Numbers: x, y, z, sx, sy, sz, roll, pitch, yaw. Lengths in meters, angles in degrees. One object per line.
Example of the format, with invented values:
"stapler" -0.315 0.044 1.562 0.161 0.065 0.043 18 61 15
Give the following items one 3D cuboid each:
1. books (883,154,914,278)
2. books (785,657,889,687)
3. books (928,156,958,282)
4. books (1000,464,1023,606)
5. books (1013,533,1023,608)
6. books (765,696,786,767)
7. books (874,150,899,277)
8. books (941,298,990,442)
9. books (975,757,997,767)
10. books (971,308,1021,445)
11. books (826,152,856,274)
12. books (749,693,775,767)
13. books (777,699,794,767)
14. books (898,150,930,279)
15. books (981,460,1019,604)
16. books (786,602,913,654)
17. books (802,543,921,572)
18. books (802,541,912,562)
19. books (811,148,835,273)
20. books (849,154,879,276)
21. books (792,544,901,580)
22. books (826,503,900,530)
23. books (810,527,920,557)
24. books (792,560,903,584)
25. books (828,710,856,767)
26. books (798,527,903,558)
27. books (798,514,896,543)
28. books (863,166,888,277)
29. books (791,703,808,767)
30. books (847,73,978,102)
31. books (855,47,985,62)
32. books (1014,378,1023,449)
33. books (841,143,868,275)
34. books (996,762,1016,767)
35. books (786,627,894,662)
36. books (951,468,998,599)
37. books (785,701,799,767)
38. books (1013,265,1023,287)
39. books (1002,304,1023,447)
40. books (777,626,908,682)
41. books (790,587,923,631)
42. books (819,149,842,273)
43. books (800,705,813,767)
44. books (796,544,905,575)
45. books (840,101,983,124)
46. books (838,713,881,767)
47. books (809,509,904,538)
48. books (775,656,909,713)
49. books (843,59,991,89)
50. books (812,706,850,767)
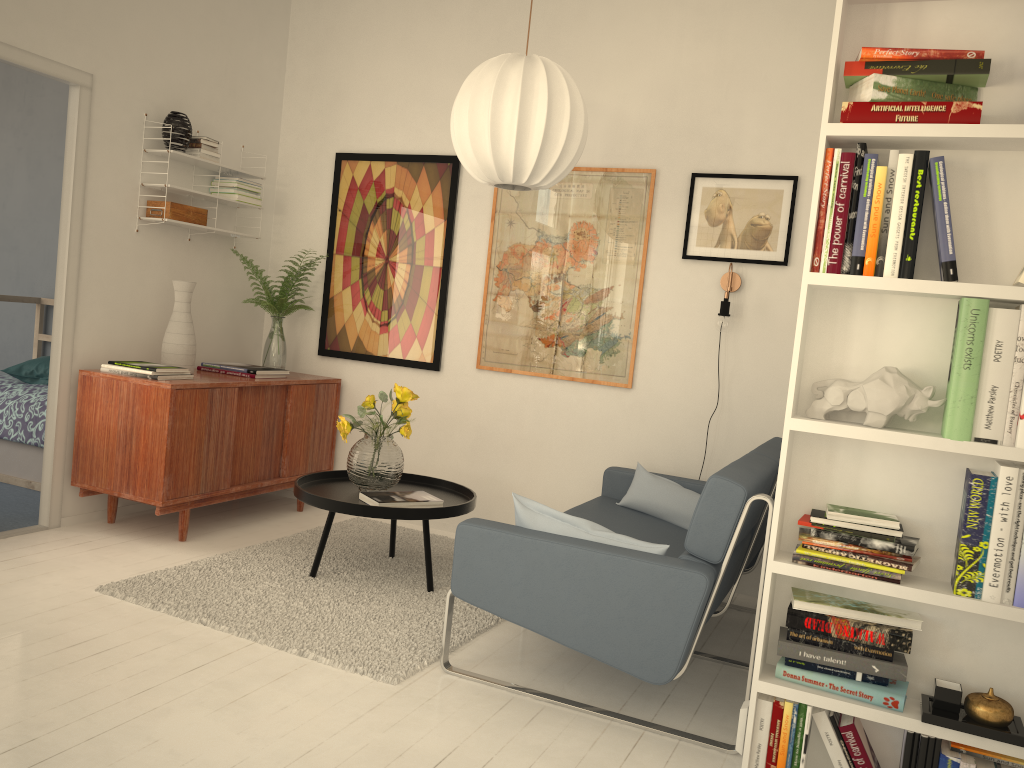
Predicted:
"books" 0.941 -0.394 2.161 0.032 0.290 0.189 7 4 23
"books" 0.821 0.701 2.253 0.241 0.024 0.168 7 4 18
"books" 1.031 -0.381 2.127 0.093 0.288 0.200 8 4 23
"books" 1.178 0.343 2.097 0.027 0.310 0.229 7 4 23
"books" 1.189 0.354 2.048 0.035 0.304 0.150 7 4 23
"books" 0.689 0.888 2.294 0.026 0.206 0.187 7 4 23
"books" 0.923 -0.402 2.184 0.020 0.304 0.193 7 4 23
"books" 1.076 -0.035 2.115 0.056 0.328 0.229 7 4 23
"books" 1.115 0.964 2.120 0.048 0.163 0.209 8 4 23
"books" 1.132 -0.017 2.095 0.065 0.311 0.200 7 4 23
"books" 0.828 -0.410 2.216 0.032 0.291 0.203 7 4 23
"books" 0.660 0.889 2.310 0.039 0.199 0.185 7 4 23
"books" 0.709 0.889 2.280 0.020 0.210 0.185 7 4 23
"books" 0.969 -0.397 2.141 0.033 0.306 0.150 7 4 23
"books" 1.148 0.338 2.107 0.037 0.311 0.241 7 4 23
"books" 0.846 0.594 2.225 0.285 0.047 0.185 8 4 23
"books" 0.882 0.417 2.224 0.255 0.014 0.197 9 5 33
"books" 0.858 0.404 2.214 0.250 0.008 0.135 7 4 20
"books" 0.794 -0.421 2.245 0.021 0.301 0.222 7 4 23
"books" 0.874 -0.403 2.195 0.030 0.289 0.200 7 4 23
"books" 0.833 0.437 2.208 0.247 0.014 0.173 8 4 22
"books" 0.863 0.326 2.193 0.166 0.019 0.127 7 4 16
"books" 0.882 0.378 2.207 0.235 0.025 0.163 8 5 30
"books" 0.838 0.450 2.209 0.247 0.009 0.170 8 5 26
"books" 0.845 0.914 2.216 0.118 0.192 0.118 8 4 23
"books" 0.837 0.392 2.203 0.238 0.012 0.120 7 4 18
"books" 0.842 0.355 2.216 0.221 0.010 0.169 8 5 26
"books" 0.894 -0.384 2.179 0.024 0.260 0.199 7 4 23
"books" 0.745 0.889 2.280 0.021 0.215 0.174 7 4 23
"books" 0.970 -0.690 2.155 0.268 0.064 0.128 5 4 -6
"books" 0.975 -0.771 2.157 0.266 0.026 0.203 7 4 13
"books" 1.204 -0.017 2.068 0.037 0.324 0.240 7 4 23
"books" 0.853 -0.420 2.205 0.021 0.317 0.179 7 4 23
"books" 1.166 0.966 2.113 0.050 0.170 0.221 8 4 23
"books" 0.824 0.635 2.233 0.247 0.039 0.143 7 4 20
"books" 1.099 0.347 2.116 0.057 0.284 0.200 7 4 23
"books" 0.729 0.891 2.286 0.012 0.206 0.193 7 4 23
"books" 1.225 -0.327 2.021 0.115 0.232 0.133 8 4 23
"books" 1.180 -0.020 2.094 0.023 0.321 0.235 7 4 23
"books" 0.826 0.671 2.233 0.297 0.039 0.165 7 4 18
"books" 0.859 0.558 2.234 0.297 0.024 0.162 7 4 14
"books" 0.809 -0.418 2.232 0.015 0.300 0.207 7 4 23
"books" 0.754 0.892 2.260 0.010 0.215 0.193 7 4 23
"books" 0.849 0.427 2.211 0.248 0.009 0.171 8 5 26
"books" 0.962 -0.631 2.150 0.301 0.056 0.202 8 4 23
"books" 0.877 0.921 2.210 0.131 0.188 0.136 8 4 23
"books" 0.859 0.342 2.217 0.212 0.017 0.165 7 4 21
"books" 0.839 0.738 2.245 0.297 0.038 0.204 8 5 28
"books" 0.982 -0.741 2.163 0.314 0.035 0.205 8 4 23
"books" 0.821 0.906 2.234 0.135 0.200 0.134 8 4 23
